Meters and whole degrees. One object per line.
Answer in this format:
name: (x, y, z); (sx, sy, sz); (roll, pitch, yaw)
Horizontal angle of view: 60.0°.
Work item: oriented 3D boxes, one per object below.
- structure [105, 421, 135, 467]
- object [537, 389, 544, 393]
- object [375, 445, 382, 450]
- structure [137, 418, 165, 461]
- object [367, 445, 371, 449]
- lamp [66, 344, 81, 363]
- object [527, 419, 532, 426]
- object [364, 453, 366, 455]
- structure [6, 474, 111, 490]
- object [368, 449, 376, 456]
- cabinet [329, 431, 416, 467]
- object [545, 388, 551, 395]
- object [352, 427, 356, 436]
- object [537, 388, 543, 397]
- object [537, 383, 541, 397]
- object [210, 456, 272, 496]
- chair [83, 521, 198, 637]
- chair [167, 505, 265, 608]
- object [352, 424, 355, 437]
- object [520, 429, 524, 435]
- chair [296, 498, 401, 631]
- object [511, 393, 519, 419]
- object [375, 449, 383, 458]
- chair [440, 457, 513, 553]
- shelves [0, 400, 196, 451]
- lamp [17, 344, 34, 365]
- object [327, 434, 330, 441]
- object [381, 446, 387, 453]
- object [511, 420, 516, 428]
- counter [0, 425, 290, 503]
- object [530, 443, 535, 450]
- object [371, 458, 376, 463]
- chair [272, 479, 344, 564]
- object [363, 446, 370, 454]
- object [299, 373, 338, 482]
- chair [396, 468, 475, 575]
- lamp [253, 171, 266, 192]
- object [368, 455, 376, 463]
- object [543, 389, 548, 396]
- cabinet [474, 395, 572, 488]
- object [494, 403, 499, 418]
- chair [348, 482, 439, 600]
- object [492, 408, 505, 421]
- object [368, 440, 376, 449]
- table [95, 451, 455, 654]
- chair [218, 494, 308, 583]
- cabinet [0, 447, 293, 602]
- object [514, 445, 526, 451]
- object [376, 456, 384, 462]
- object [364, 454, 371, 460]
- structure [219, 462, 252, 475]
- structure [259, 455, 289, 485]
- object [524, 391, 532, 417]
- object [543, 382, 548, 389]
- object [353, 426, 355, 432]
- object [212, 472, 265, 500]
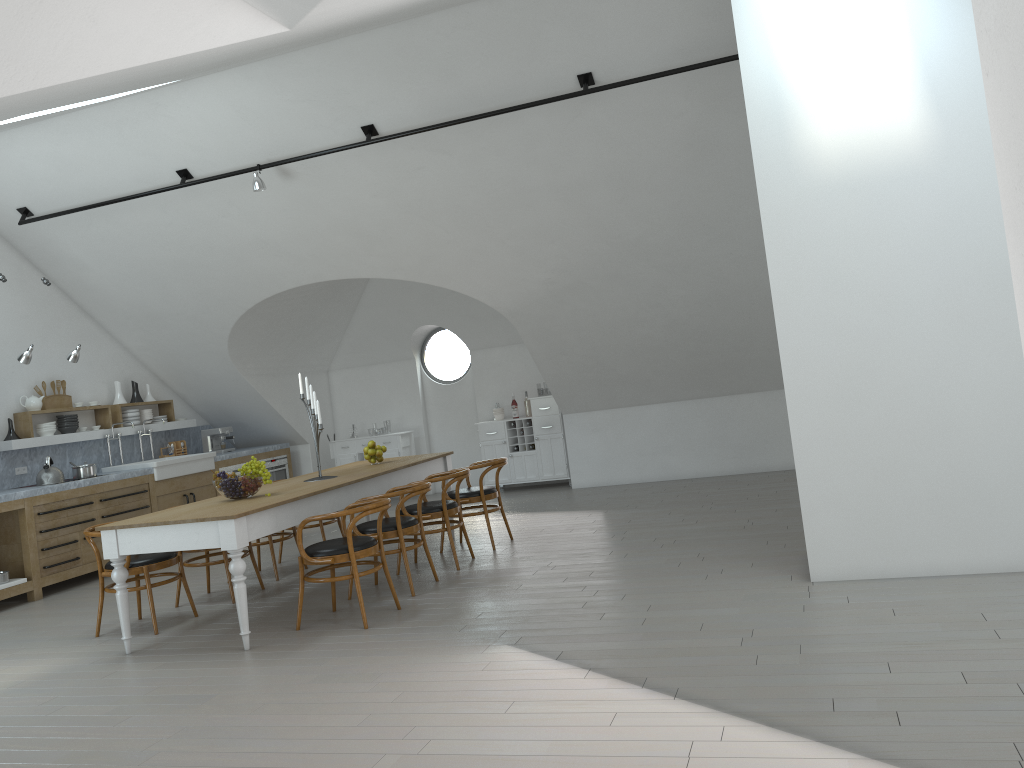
structure: (-4.262, 0.683, 9.756); (0.332, 0.530, 0.214); (-7, -2, -1)
object: (0.382, 0.114, 11.389); (0.094, 0.093, 0.093); (-6, -1, -39)
object: (-1.180, 0.566, 7.820); (0.058, 0.057, 0.053); (-8, -1, 33)
structure: (-4.109, 0.664, 10.220); (0.332, 0.530, 0.214); (-7, -2, -1)
object: (-1.268, 0.570, 7.902); (0.062, 0.059, 0.062); (-8, -1, 19)
lamp: (-4.249, -0.290, 8.620); (0.168, 0.176, 0.112); (-7, -1, 10)
object: (0.254, 0.492, 11.348); (0.087, 0.085, 0.360); (-8, 0, 18)
object: (-1.283, 0.617, 7.873); (0.062, 0.059, 0.062); (-8, -1, 22)
structure: (-4.402, 0.973, 8.647); (0.646, 0.041, 0.738); (-7, 0, 18)
object: (-1.227, 0.597, 7.762); (0.071, 0.064, 0.072); (-7, -1, 12)
cabinet: (-1.853, 1.094, 11.917); (1.133, 0.790, 0.497); (-8, -1, 18)
object: (0.470, 0.100, 11.370); (0.071, 0.099, 0.071); (-8, -1, 27)
object: (-2.172, 0.654, 12.179); (0.097, 0.137, 0.029); (-8, -2, 22)
object: (0.364, 0.109, 11.238); (0.082, 0.105, 0.081); (-6, -1, -33)
object: (0.350, 0.079, 11.319); (0.048, 0.169, 0.048); (-6, -2, -39)
object: (-1.858, 0.648, 6.089); (0.394, 0.284, 0.292); (-7, -1, -18)
chair: (-2.613, 1.324, 6.166); (0.620, 0.735, 0.527); (-8, -1, 18)
chair: (-2.329, 1.290, 6.835); (0.621, 0.735, 0.527); (-8, -1, 15)
object: (-2.186, 0.640, 12.180); (0.039, 0.175, 0.054); (-8, -2, 18)
object: (0.172, 0.610, 11.392); (0.085, 0.085, 0.331); (-8, 0, 18)
chair: (-1.024, 1.120, 5.584); (0.620, 0.735, 0.527); (-8, -1, 22)
object: (0.033, 0.281, 11.462); (0.081, 0.330, 0.081); (-8, -2, 14)
object: (-1.168, 0.610, 7.786); (0.071, 0.072, 0.070); (-7, -1, -17)
chair: (-0.299, 1.032, 7.638); (0.620, 0.735, 0.527); (-8, -1, 21)
shelves: (-4.891, -0.042, 8.531); (0.479, 1.362, 5.551); (-8, 0, 13)
lamp: (-4.434, -0.264, 8.072); (0.164, 0.178, 0.115); (-8, -2, 37)
object: (-2.451, 0.811, 12.008); (0.088, 0.269, 0.029); (-7, -2, -8)
object: (-1.141, 0.578, 7.862); (0.063, 0.063, 0.062); (-7, -1, -19)
object: (0.061, 0.513, 11.421); (0.092, 0.094, 0.359); (-8, 0, 19)
counter: (-4.420, 0.709, 8.919); (0.960, 0.620, 6.579); (-7, 0, 18)
object: (0.290, 0.794, 11.344); (0.081, 0.081, 0.358); (-8, 0, 16)
object: (-1.218, 0.674, 7.793); (0.049, 0.050, 0.051); (-8, -1, 22)
chair: (-1.921, 1.241, 8.229); (0.621, 0.735, 0.527); (-8, -1, 15)
object: (-1.278, 0.587, 7.816); (0.066, 0.071, 0.072); (-7, -1, -12)
object: (-1.563, 0.315, 7.030); (0.266, 0.876, 0.774); (-7, -1, -8)
chair: (-0.591, 1.068, 6.973); (0.621, 0.735, 0.527); (-8, -1, 13)
lamp: (-2.200, -1.763, 7.703); (0.113, 0.175, 0.114); (-7, -1, -19)
object: (-1.239, 0.662, 7.858); (0.080, 0.074, 0.078); (-7, -1, -27)
object: (0.419, 0.113, 11.305); (0.077, 0.085, 0.077); (-8, -1, 26)
cabinet: (0.200, 0.763, 11.435); (1.241, 1.155, 0.610); (-8, -1, 18)
object: (-0.198, 0.352, 11.748); (0.115, 0.209, 0.065); (-8, -2, 21)
chair: (-0.834, 1.097, 6.287); (0.620, 0.735, 0.527); (-8, -1, 18)
object: (-0.169, 0.393, 11.503); (0.158, 0.160, 0.154); (-6, -1, -44)
object: (-1.237, 0.534, 7.830); (0.072, 0.074, 0.072); (-8, -1, 18)
table: (-1.500, 1.148, 6.841); (1.017, 0.799, 3.351); (-8, 0, 18)
chair: (-2.157, 1.269, 7.545); (0.620, 0.735, 0.527); (-8, -1, 21)
cabinet: (-4.318, 1.523, 8.816); (1.002, 1.023, 6.432); (-8, 0, 18)
object: (0.128, 0.812, 11.405); (0.156, 0.085, 0.331); (-7, 0, 19)
object: (-1.167, 0.660, 7.841); (0.063, 0.063, 0.064); (-8, -1, 29)
object: (-1.269, 0.641, 7.790); (0.059, 0.056, 0.059); (-7, -1, 13)
structure: (-3.523, 1.411, 10.717); (0.598, 0.823, 0.724); (-8, -1, 18)
structure: (-3.295, 1.287, 11.437); (0.630, 0.637, 0.632); (-8, -1, 18)
object: (0.201, 0.259, 11.400); (0.085, 0.331, 0.085); (-7, -2, -23)
object: (0.438, 0.063, 11.435); (0.054, 0.179, 0.054); (-8, -2, 13)
object: (-2.160, 0.639, 12.156); (0.039, 0.164, 0.024); (-8, -2, 31)
object: (-1.870, 0.713, 6.108); (0.360, 0.160, 0.360); (-7, 0, -1)
